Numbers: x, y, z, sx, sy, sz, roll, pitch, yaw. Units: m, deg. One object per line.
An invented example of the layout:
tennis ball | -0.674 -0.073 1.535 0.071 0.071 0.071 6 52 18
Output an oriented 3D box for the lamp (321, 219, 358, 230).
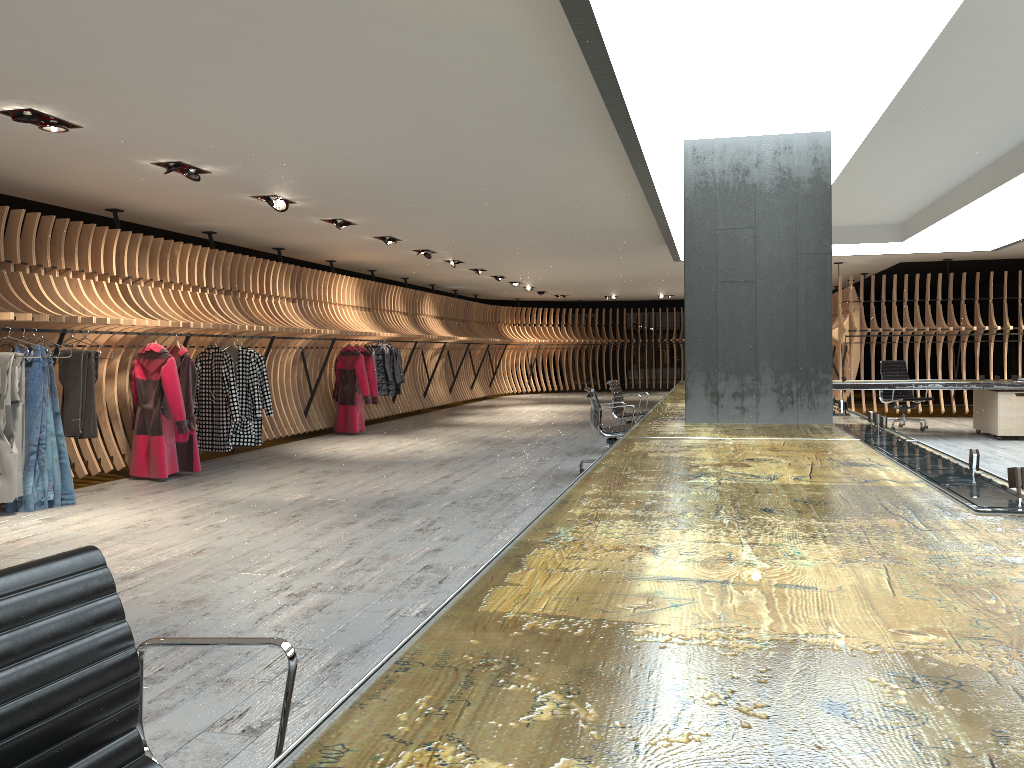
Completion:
lamp | -2.051 -1.957 10.515 0.269 0.294 0.493 0 2 13

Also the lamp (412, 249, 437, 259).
lamp | -1.346 -2.073 13.625 0.269 0.294 0.493 0 2 13

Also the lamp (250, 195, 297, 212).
lamp | -2.404 -1.900 8.959 0.269 0.291 0.493 0 2 13

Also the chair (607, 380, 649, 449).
chair | 1.473 0.385 10.601 0.667 0.859 0.693 0 1 9

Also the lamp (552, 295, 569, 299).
lamp | 1.335 -2.488 24.422 0.493 0.279 0.269 -2 2 -36

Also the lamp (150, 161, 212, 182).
lamp | -2.756 -1.845 7.404 0.269 0.284 0.493 0 2 13

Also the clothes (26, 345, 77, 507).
clothes | -3.767 0.447 7.286 0.373 1.536 0.312 0 1 24

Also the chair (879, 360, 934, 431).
chair | 5.876 0.162 13.225 0.665 1.022 0.699 -1 1 -7

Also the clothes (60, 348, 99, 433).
clothes | -3.793 0.076 7.758 0.336 0.776 0.255 0 1 28

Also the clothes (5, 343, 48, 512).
clothes | -3.850 0.450 7.005 0.277 1.542 0.316 0 1 12

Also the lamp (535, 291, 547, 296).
lamp | 0.768 -2.428 22.956 0.269 0.283 0.493 0 2 13

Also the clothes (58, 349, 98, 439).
clothes | -3.711 0.088 7.562 0.278 0.767 0.263 0 1 20

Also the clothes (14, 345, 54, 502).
clothes | -3.856 0.332 7.155 0.277 1.291 0.316 -1 1 -23

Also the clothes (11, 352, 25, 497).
clothes | -3.919 0.328 6.871 0.273 1.142 0.170 -1 1 -30

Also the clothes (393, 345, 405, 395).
clothes | -2.001 -0.237 15.157 0.181 0.854 0.682 -1 2 -34

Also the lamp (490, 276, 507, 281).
lamp | -0.289 -2.247 18.290 0.269 0.295 0.493 0 2 13

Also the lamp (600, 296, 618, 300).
lamp | 2.768 -2.520 25.078 0.493 0.292 0.269 -1 2 -13

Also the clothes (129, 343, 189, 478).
clothes | -3.485 0.251 8.703 0.840 1.311 0.321 0 1 32

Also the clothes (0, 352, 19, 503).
clothes | -3.887 0.329 6.754 0.278 1.140 0.172 0 1 20

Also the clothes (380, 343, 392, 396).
clothes | -2.153 -0.240 14.543 0.511 0.854 0.228 0 1 33

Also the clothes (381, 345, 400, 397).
clothes | -2.106 -0.221 14.713 0.585 0.854 0.211 0 2 40

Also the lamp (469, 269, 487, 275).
lamp | -0.641 -2.188 16.735 0.269 0.298 0.493 0 2 13

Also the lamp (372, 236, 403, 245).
lamp | -1.699 -2.014 12.070 0.269 0.295 0.493 0 2 13

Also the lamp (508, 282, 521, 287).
lamp | 0.064 -2.307 19.845 0.269 0.293 0.493 0 2 13

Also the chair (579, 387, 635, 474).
chair | 1.021 0.461 8.573 0.667 0.859 0.693 -1 1 -11

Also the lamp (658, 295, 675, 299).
lamp | 4.350 -2.538 25.065 0.492 0.291 0.269 0 2 17

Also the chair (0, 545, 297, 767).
chair | -0.574 0.732 1.325 0.667 0.859 0.693 0 1 9

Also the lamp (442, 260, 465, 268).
lamp | -0.994 -2.128 15.180 0.269 0.302 0.493 0 2 13

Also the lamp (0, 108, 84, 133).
lamp | -3.108 -1.781 5.849 0.269 0.296 0.493 0 2 13

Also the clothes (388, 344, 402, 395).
clothes | -2.094 -0.248 14.839 0.530 0.856 0.234 0 1 12

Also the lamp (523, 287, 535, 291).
lamp | 0.416 -2.366 21.401 0.269 0.291 0.493 0 2 13
